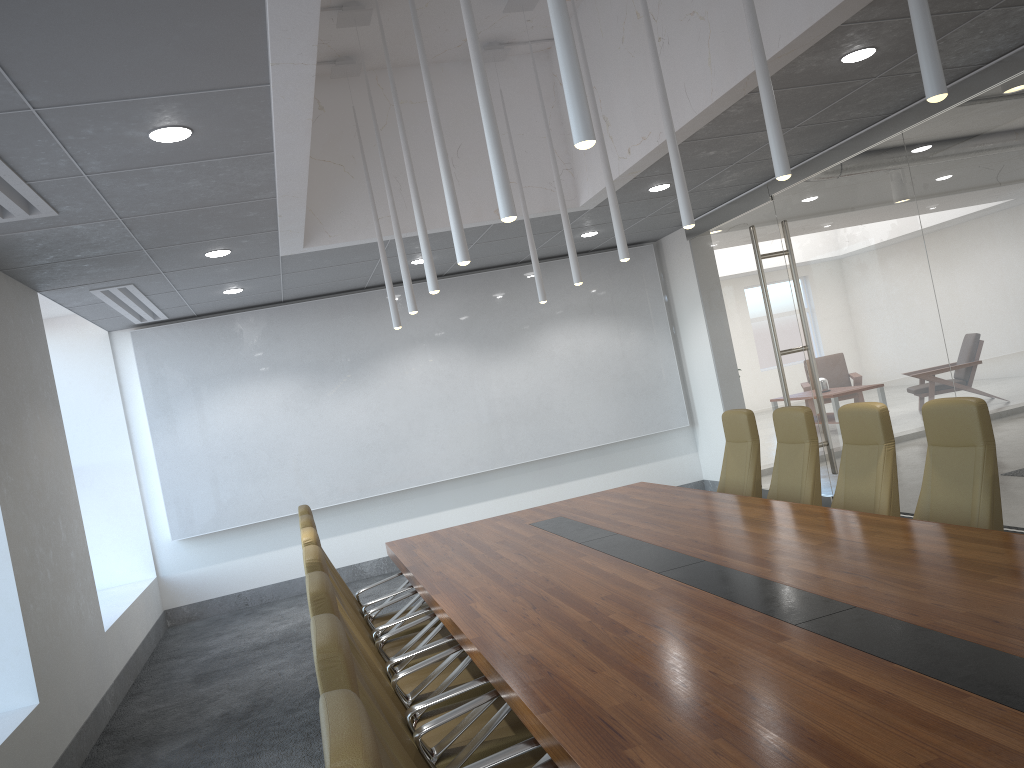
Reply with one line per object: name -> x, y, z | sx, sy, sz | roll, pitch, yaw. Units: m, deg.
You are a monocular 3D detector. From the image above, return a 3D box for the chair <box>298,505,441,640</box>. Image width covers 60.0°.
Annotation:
chair -> -0.933, 1.470, 6.395 | 0.955, 1.406, 0.711 | -11, 0, -14

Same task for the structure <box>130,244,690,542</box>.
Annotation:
structure -> 0.634, -0.392, 4.419 | 6.600, 2.466, 13.989 | -11, 0, -14

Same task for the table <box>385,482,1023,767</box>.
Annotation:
table -> 0.931, 1.345, 4.393 | 2.300, 0.895, 6.500 | -11, 0, -14

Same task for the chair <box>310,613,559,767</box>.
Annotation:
chair -> 0.038, 1.255, 2.520 | 0.955, 1.406, 0.711 | -11, 0, -14

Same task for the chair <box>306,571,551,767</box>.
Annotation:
chair -> -0.158, 1.298, 3.303 | 0.955, 1.406, 0.711 | -11, 0, -14

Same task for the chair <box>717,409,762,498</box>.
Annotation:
chair -> 1.537, 0.976, 7.054 | 0.955, 1.406, 0.711 | -11, 0, -14

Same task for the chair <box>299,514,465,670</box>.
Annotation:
chair -> -0.739, 1.427, 5.623 | 0.955, 1.406, 0.711 | -11, 0, -14

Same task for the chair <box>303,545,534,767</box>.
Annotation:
chair -> -0.353, 1.342, 4.082 | 0.955, 1.406, 0.711 | -11, 0, -14

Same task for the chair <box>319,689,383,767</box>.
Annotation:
chair -> 0.229, 1.213, 1.760 | 0.955, 1.406, 0.711 | -11, 0, -14

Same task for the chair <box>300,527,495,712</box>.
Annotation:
chair -> -0.551, 1.385, 4.871 | 0.955, 1.406, 0.711 | -11, 0, -14

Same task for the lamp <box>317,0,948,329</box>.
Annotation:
lamp -> 0.267, -1.950, 4.410 | 2.619, 2.378, 7.258 | -11, 0, -14

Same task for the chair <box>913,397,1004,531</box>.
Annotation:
chair -> 2.120, 0.847, 4.725 | 0.955, 1.406, 0.711 | -11, 0, -14

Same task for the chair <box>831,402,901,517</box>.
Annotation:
chair -> 1.927, 0.889, 5.495 | 0.955, 1.406, 0.711 | -11, 0, -14

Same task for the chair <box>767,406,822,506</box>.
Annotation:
chair -> 1.731, 0.933, 6.279 | 0.955, 1.406, 0.711 | -11, 0, -14
